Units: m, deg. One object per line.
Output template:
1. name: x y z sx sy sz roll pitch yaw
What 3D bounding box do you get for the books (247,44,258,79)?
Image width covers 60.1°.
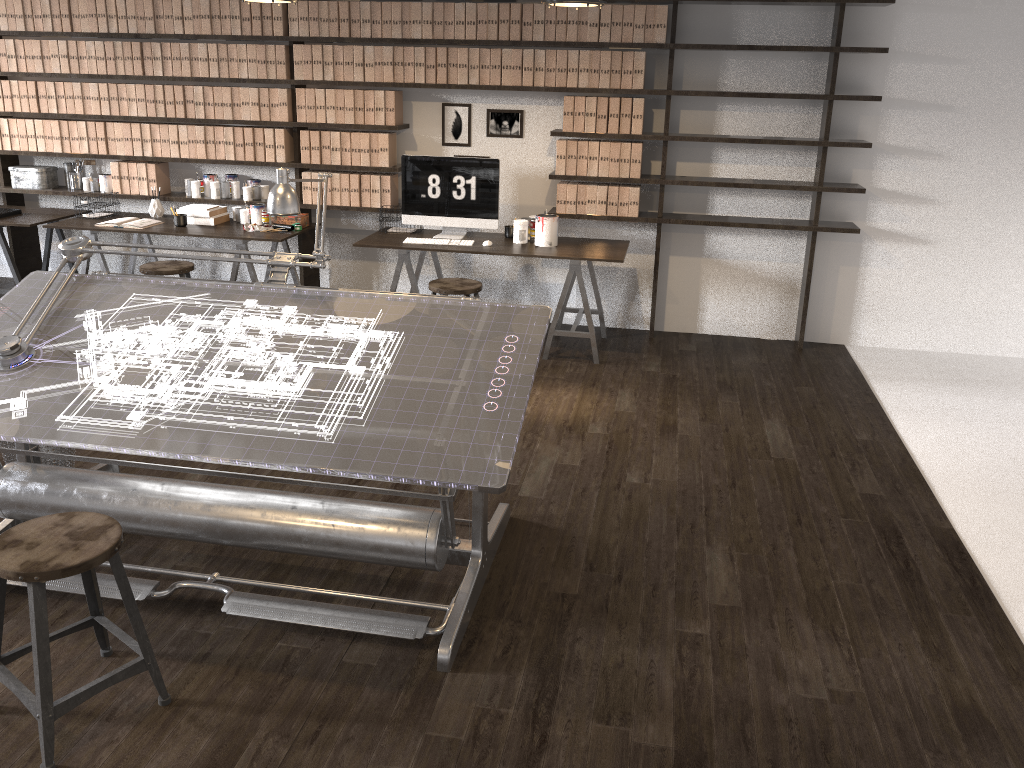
1. books: -1.712 -2.171 5.977 0.067 0.222 0.177 4 18 9

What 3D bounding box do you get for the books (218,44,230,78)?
1. books: -1.919 -2.191 6.017 0.067 0.222 0.177 4 18 9

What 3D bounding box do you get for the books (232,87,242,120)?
1. books: -1.847 -1.923 6.084 0.067 0.222 0.177 4 18 9

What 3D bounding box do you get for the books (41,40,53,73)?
1. books: -3.217 -2.301 6.238 0.067 0.222 0.177 4 18 9

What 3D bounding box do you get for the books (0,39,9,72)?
1. books: -3.558 -2.331 6.297 0.067 0.222 0.177 4 18 9

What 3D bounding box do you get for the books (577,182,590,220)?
1. books: 0.471 -1.210 5.845 0.067 0.222 0.177 4 18 9

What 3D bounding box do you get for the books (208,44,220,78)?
1. books: -1.989 -2.195 6.025 0.067 0.222 0.177 4 18 9

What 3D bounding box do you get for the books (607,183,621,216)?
1. books: 0.668 -1.193 5.812 0.067 0.222 0.177 4 18 9

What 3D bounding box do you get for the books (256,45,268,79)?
1. books: -1.646 -2.166 5.965 0.067 0.222 0.177 4 18 9

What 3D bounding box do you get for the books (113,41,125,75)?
1. books: -2.674 -2.255 6.144 0.067 0.222 0.177 4 18 9

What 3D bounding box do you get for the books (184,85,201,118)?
1. books: -2.188 -1.953 6.143 0.067 0.222 0.177 4 18 9

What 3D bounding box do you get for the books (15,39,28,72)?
1. books: -3.419 -2.319 6.273 0.067 0.222 0.177 4 18 9

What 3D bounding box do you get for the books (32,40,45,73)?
1. books: -3.284 -2.305 6.244 0.067 0.222 0.177 4 18 9

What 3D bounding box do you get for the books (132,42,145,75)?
1. books: -2.537 -2.242 6.118 0.067 0.222 0.177 4 18 9

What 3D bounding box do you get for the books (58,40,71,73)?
1. books: -3.085 -2.289 6.212 0.067 0.222 0.177 4 18 9

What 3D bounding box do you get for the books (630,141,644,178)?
1. books: 0.804 -1.443 5.710 0.067 0.222 0.177 4 18 9

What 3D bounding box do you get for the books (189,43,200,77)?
1. books: -2.121 -2.208 6.051 0.067 0.222 0.177 4 18 9

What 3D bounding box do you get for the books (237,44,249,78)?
1. books: -1.782 -2.178 5.992 0.067 0.222 0.177 4 18 9

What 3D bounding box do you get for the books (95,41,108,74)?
1. books: -2.808 -2.265 6.163 0.067 0.222 0.177 4 18 9

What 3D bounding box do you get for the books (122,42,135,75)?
1. books: -2.609 -2.250 6.136 0.067 0.222 0.177 4 18 9

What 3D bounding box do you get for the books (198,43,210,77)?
1. books: -2.060 -2.202 6.039 0.067 0.222 0.177 4 18 9

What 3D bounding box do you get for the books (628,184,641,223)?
1. books: 0.799 -1.180 5.785 0.067 0.222 0.177 4 18 9

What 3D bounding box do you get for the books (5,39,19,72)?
1. books: -3.489 -2.323 6.281 0.067 0.222 0.177 4 18 9

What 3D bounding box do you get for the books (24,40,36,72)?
1. books: -3.349 -2.313 6.261 0.067 0.222 0.177 4 18 9

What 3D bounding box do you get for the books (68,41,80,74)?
1. books: -3.015 -2.284 6.204 0.067 0.222 0.177 4 18 9

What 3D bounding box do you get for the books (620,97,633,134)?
1. books: 0.730 -1.710 5.645 0.067 0.222 0.177 4 18 9

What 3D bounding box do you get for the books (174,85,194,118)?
1. books: -2.263 -1.957 6.151 0.067 0.222 0.177 4 18 9

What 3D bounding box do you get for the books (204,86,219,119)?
1. books: -2.049 -1.941 6.119 0.067 0.222 0.177 4 18 9

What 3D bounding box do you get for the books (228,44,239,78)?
1. books: -1.850 -2.186 6.007 0.067 0.222 0.177 4 18 9

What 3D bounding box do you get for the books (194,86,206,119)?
1. books: -2.119 -1.945 6.127 0.067 0.222 0.177 4 18 9

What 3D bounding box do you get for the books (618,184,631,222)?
1. books: 0.737 -1.188 5.802 0.067 0.222 0.177 4 18 9

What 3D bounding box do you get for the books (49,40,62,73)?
1. books: -3.156 -2.295 6.226 0.067 0.222 0.177 4 18 9

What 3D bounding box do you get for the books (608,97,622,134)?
1. books: 0.656 -1.714 5.652 0.067 0.222 0.177 4 18 9

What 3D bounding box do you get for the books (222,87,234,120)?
1. books: -1.914 -1.927 6.090 0.067 0.222 0.177 4 18 9

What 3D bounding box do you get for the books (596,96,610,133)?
1. books: 0.584 -1.722 5.670 0.067 0.222 0.177 4 18 9

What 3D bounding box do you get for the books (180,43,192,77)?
1. books: -2.188 -2.212 6.058 0.067 0.222 0.177 4 18 9

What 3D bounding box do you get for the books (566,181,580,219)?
1. books: 0.405 -1.214 5.852 0.067 0.222 0.177 4 18 9

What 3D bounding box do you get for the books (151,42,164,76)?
1. books: -2.393 -2.230 6.095 0.067 0.222 0.177 4 18 9

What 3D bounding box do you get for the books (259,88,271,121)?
1. books: -1.651 -1.906 6.051 0.067 0.222 0.177 4 18 9

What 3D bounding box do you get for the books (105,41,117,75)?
1. books: -2.737 -2.258 6.151 0.067 0.222 0.177 4 18 9

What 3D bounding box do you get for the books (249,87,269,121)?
1. books: -1.721 -1.911 6.059 0.067 0.222 0.177 4 18 9

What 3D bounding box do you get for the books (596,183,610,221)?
1. books: 0.598 -1.198 5.820 0.067 0.222 0.177 4 18 9

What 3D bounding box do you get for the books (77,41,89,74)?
1. books: -2.946 -2.279 6.194 0.067 0.222 0.177 4 18 9

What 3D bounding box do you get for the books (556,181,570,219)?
1. books: 0.340 -1.222 5.869 0.067 0.222 0.177 4 18 9

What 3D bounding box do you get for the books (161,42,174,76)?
1. books: -2.323 -2.225 6.087 0.067 0.222 0.177 4 18 9

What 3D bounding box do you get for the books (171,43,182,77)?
1. books: -2.253 -2.220 6.075 0.067 0.222 0.177 4 18 9

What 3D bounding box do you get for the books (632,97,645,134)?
1. books: 0.804 -1.703 5.630 0.067 0.222 0.177 4 18 9

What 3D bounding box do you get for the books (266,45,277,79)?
1. books: -1.584 -2.162 5.959 0.067 0.222 0.177 4 18 9

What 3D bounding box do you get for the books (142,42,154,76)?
1. books: -2.462 -2.238 6.111 0.067 0.222 0.177 4 18 9

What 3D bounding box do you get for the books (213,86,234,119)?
1. books: -1.979 -1.935 6.107 0.067 0.222 0.177 4 18 9

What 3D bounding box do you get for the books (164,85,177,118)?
1. books: -2.335 -1.965 6.168 0.067 0.222 0.177 4 18 9

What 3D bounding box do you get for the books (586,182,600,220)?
1. books: 0.533 -1.204 5.833 0.067 0.222 0.177 4 18 9

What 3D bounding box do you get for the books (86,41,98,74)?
1. books: -2.878 -2.272 6.178 0.067 0.222 0.177 4 18 9
